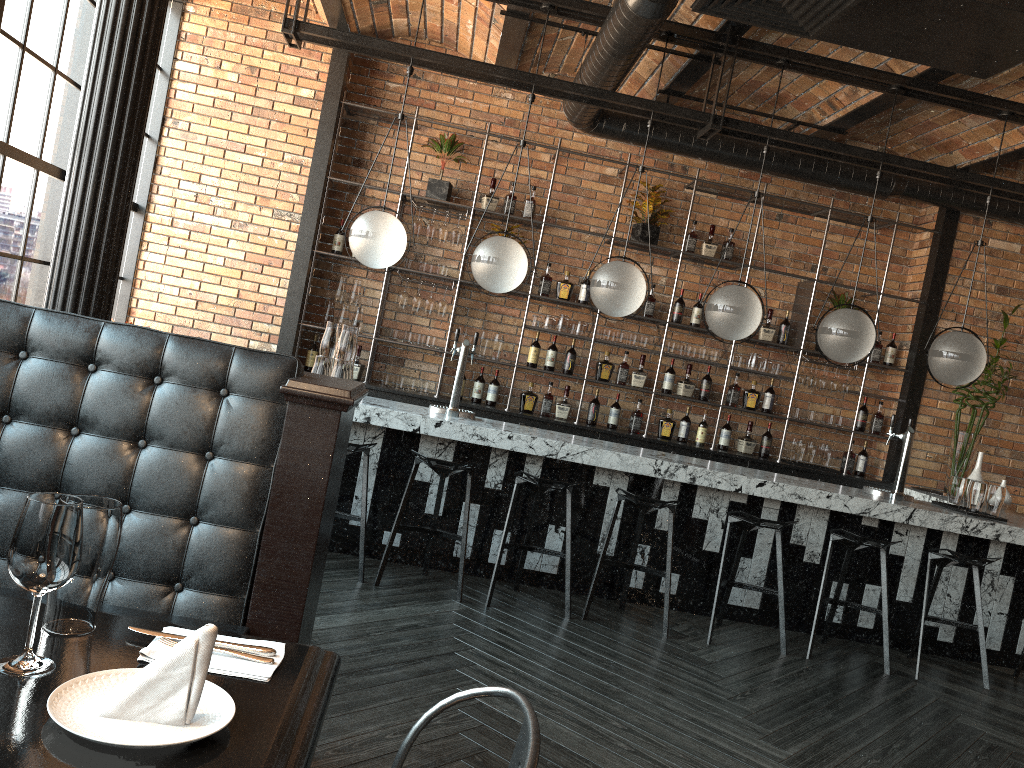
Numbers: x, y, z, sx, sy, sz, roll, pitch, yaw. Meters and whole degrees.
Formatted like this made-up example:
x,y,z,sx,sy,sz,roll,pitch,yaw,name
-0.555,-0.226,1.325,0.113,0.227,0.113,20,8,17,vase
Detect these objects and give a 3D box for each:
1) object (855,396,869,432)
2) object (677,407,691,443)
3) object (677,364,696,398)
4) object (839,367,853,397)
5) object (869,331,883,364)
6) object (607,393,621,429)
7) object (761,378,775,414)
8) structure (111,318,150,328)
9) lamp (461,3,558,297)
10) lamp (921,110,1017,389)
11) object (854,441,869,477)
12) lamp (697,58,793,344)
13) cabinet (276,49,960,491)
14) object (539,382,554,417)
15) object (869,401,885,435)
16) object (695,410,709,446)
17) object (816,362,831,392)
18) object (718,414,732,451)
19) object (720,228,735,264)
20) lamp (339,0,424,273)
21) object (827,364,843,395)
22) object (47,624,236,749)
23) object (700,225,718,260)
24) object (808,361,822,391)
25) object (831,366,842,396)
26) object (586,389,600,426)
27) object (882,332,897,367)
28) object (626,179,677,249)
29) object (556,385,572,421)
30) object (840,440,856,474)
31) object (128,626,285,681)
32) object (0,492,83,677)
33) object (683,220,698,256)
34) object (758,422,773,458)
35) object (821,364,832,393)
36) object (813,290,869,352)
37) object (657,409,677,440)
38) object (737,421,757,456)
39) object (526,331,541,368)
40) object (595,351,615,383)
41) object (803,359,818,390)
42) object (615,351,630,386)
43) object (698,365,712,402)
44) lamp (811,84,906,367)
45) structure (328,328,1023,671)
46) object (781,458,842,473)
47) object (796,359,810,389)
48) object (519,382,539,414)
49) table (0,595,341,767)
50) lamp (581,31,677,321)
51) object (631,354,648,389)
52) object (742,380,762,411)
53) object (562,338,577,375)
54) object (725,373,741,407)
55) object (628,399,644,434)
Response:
x,y,z,sx,sy,sz,roll,pitch,yaw,name
2.931,0.251,7.410,0.086,0.299,0.086,13,2,44,object
1.426,0.332,7.297,0.086,0.298,0.086,13,2,44,object
1.430,-0.026,7.253,0.123,0.279,0.123,11,2,-17,object
2.751,-0.019,7.287,0.092,0.244,0.092,12,2,34,object
3.040,-0.300,7.390,0.083,0.282,0.083,11,2,10,object
0.842,0.219,7.236,0.086,0.298,0.086,13,2,44,object
2.133,0.098,7.346,0.086,0.298,0.086,13,2,44,object
-2.517,0.163,4.702,0.757,1.072,4.107,11,2,-6,structure
0.056,-1.384,5.284,0.340,1.754,0.340,13,2,41,lamp
2.922,-0.832,5.554,0.340,1.754,0.340,13,2,41,lamp
2.943,0.624,7.439,0.086,0.298,0.086,13,2,44,object
1.489,-1.108,5.419,0.340,1.754,0.340,13,2,41,lamp
-0.025,-0.739,7.070,7.075,3.779,0.564,11,2,-5,cabinet
0.291,0.121,7.177,0.083,0.282,0.083,11,2,-5,object
3.062,0.285,7.420,0.083,0.282,0.083,11,2,5,object
1.570,0.361,7.296,0.080,0.299,0.080,11,2,-3,object
2.553,-0.057,7.269,0.092,0.244,0.092,12,2,34,object
1.769,0.397,7.323,0.086,0.298,0.086,13,2,44,object
1.768,-1.129,7.243,0.083,0.282,0.083,10,2,-20,object
-0.660,-1.522,5.217,0.340,1.754,0.340,13,2,41,lamp
2.649,-0.039,7.278,0.092,0.244,0.092,12,2,34,object
-0.477,0.379,1.172,0.232,0.139,0.232,11,2,-8,object
1.614,-1.156,7.230,0.123,0.279,0.123,11,2,-2,object
2.539,-0.065,7.433,0.092,0.244,0.092,12,2,34,object
2.737,-0.027,7.451,0.092,0.244,0.092,12,2,34,object
0.668,0.186,7.187,0.086,0.297,0.086,12,2,29,object
3.176,-0.284,7.430,0.086,0.298,0.086,10,2,-41,object
1.101,-1.382,7.211,0.425,0.526,0.430,11,2,-3,object
0.427,0.150,7.176,0.123,0.279,0.123,11,2,8,object
2.820,0.608,7.415,0.083,0.282,0.083,10,2,-20,object
-0.499,0.423,1.430,0.255,0.019,0.157,11,2,-5,object
-0.666,0.280,1.253,0.092,0.244,0.092,9,2,-45,object
1.462,-1.188,7.214,0.083,0.282,0.083,11,2,-5,object
2.113,0.463,7.351,0.086,0.299,0.086,13,2,44,object
2.635,-0.046,7.442,0.092,0.244,0.092,12,2,34,object
2.701,-0.504,7.317,0.374,0.560,0.398,10,2,-33,object
1.272,0.328,7.269,0.151,0.248,0.094,11,2,4,object
1.946,0.443,7.319,0.123,0.279,0.123,11,2,-17,object
0.186,-0.277,7.155,0.086,0.299,0.086,13,2,44,object
0.754,-0.141,7.203,0.151,0.248,0.094,11,2,-16,object
2.445,-0.078,7.259,0.092,0.244,0.092,12,2,34,object
0.909,-0.130,7.217,0.083,0.282,0.083,11,2,-5,object
1.597,-0.006,7.285,0.086,0.299,0.086,13,2,44,object
2.206,-0.970,5.486,0.340,1.754,0.340,13,2,41,lamp
1.192,0.663,6.095,5.346,1.430,1.930,11,2,-5,structure
2.464,0.676,7.333,0.437,0.019,0.273,11,2,-5,object
2.431,-0.086,7.423,0.092,0.244,0.092,12,2,34,object
0.136,0.110,7.162,0.151,0.248,0.094,11,2,-16,object
-0.764,0.776,1.144,0.872,0.758,0.872,11,2,-5,table
0.773,-1.246,5.351,0.340,1.754,0.340,13,2,41,lamp
1.045,-0.101,7.216,0.123,0.279,0.123,11,2,8,object
1.979,0.095,7.318,0.151,0.248,0.094,11,2,4,object
0.477,-0.221,7.179,0.086,0.297,0.086,13,2,44,object
1.832,0.048,7.304,0.083,0.282,0.083,10,2,-20,object
1.020,0.262,7.245,0.083,0.282,0.083,10,2,-20,object
